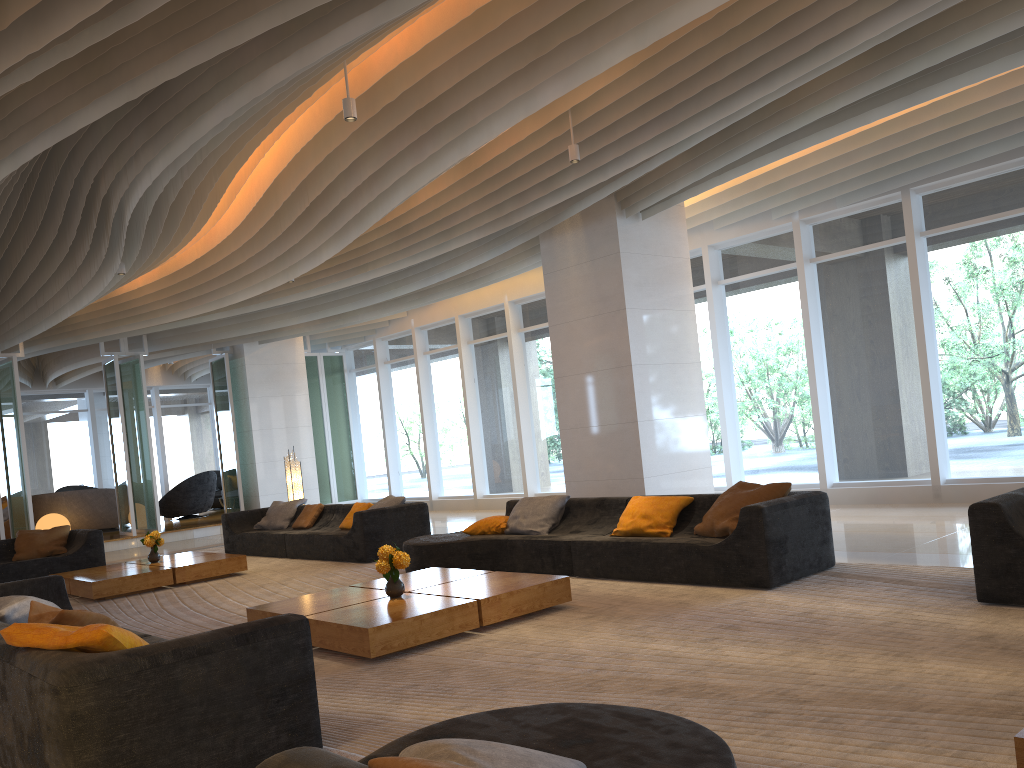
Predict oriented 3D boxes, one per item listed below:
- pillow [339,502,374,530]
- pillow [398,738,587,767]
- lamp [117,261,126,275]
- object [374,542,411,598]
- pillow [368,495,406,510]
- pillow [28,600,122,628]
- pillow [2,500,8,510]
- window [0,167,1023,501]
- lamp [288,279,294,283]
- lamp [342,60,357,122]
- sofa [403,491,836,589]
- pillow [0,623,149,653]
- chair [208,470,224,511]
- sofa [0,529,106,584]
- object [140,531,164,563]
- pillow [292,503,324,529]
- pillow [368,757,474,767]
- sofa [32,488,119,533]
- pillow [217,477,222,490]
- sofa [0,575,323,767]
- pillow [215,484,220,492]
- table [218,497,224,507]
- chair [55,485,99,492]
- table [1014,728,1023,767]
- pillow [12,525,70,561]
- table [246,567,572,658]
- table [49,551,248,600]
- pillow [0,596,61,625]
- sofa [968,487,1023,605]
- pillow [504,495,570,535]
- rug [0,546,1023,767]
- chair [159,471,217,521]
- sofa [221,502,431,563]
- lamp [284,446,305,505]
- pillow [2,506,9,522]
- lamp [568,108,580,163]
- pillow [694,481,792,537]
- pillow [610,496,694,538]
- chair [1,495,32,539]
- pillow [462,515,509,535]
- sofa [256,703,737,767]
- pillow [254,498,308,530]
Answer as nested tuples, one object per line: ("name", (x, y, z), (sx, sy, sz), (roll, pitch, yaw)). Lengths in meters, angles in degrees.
("pillow", (-1.910, 1.616, 10.867), (0.326, 0.312, 0.402), (-4, -3, -40))
("pillow", (-0.030, 0.922, 2.060), (0.472, 0.246, 0.428), (-6, -3, -7))
("lamp", (-4.463, -1.979, 9.956), (0.089, 1.505, 0.089), (-6, 0, 3))
("object", (-0.800, 1.246, 5.952), (0.238, 0.377, 0.263), (-6, -1, -20))
("pillow", (-1.567, 1.529, 10.501), (0.552, 0.377, 0.633), (-5, -3, -20))
("pillow", (-1.998, 1.204, 4.142), (0.450, 0.409, 0.593), (-4, -3, -40))
("pillow", (-9.749, 2.457, 17.196), (0.599, 0.422, 0.376), (-7, -2, 26))
("window", (0.763, -0.062, 10.731), (54.109, 3.218, 22.322), (-7, -4, 13))
("lamp", (-2.912, -2.056, 11.355), (0.089, 1.505, 0.089), (-6, 0, 3))
("lamp", (-1.186, -2.561, 6.086), (0.088, 1.505, 0.090), (-6, 0, 21))
("sofa", (0.583, 1.320, 7.631), (1.372, 0.582, 4.087), (-3, -4, -43))
("pillow", (-1.637, 1.113, 3.621), (0.631, 0.377, 0.554), (-7, -3, 26))
("chair", (-7.482, 2.698, 22.704), (1.537, 1.005, 1.123), (-5, -2, -29))
("sofa", (-5.367, 2.025, 9.521), (2.867, 0.653, 5.019), (-3, -5, -42))
("object", (-4.092, 1.848, 10.120), (0.237, 0.377, 0.264), (-6, -1, -10))
("pillow", (-2.707, 1.755, 11.768), (0.326, 0.312, 0.402), (-4, -3, -44))
("pillow", (0.055, 0.852, 1.688), (0.403, 0.391, 0.597), (-5, -3, -39))
("sofa", (-8.670, 2.580, 17.906), (2.552, 0.900, 1.115), (-6, -2, 7))
("pillow", (-7.628, 2.586, 22.913), (0.614, 0.422, 0.367), (-4, -2, -39))
("sofa", (-2.354, 1.446, 4.660), (0.955, 0.582, 3.726), (-4, -4, -42))
("pillow", (-7.779, 2.596, 22.532), (0.466, 0.454, 0.629), (-7, -3, 35))
("table", (-6.722, 2.919, 21.981), (1.095, 0.318, 0.808), (-4, -4, -35))
("chair", (-9.399, 2.719, 19.773), (1.122, 1.005, 1.538), (-7, -3, 31))
("table", (2.544, 0.979, 2.448), (1.624, 0.220, 1.579), (-3, -5, -42))
("pillow", (-6.199, 2.089, 11.697), (0.644, 0.377, 0.543), (-5, -3, -20))
("table", (-0.717, 1.548, 6.130), (1.624, 0.220, 1.579), (-3, -5, -42))
("table", (-4.070, 2.134, 9.916), (1.624, 0.220, 1.579), (-3, -5, -42))
("pillow", (-2.670, 1.360, 4.906), (0.426, 0.376, 0.578), (-4, -3, -40))
("sofa", (4.220, 0.698, 3.735), (1.356, 0.582, 4.131), (-4, -4, -35))
("pillow", (0.212, 1.272, 8.372), (0.468, 0.416, 0.656), (-4, -3, -42))
("rug", (-0.914, 1.697, 6.368), (5.595, 0.022, 16.000), (-3, -5, -42))
("chair", (-7.214, 2.489, 19.759), (1.125, 1.005, 1.534), (-7, -3, 21))
("sofa", (-2.488, 1.872, 11.357), (0.955, 0.582, 3.726), (-4, -4, -42))
("lamp", (-3.301, 1.667, 13.530), (0.254, 1.450, 0.247), (-6, 0, -42))
("pillow", (-9.570, 2.462, 16.819), (0.470, 0.408, 0.497), (-4, -3, -40))
("lamp", (0.459, -2.643, 7.565), (0.088, 1.505, 0.090), (-6, 0, 39))
("pillow", (1.746, 0.951, 6.761), (0.552, 0.377, 0.633), (-5, -3, -20))
("pillow", (1.138, 1.129, 7.331), (0.457, 0.394, 0.628), (-4, -3, -43))
("chair", (-9.871, 2.597, 16.982), (1.498, 1.005, 1.152), (-8, -3, 36))
("pillow", (-0.202, 1.390, 8.682), (0.446, 0.192, 0.591), (-7, -3, 13))
("sofa", (0.312, 1.000, 1.925), (1.375, 0.576, 2.222), (-3, -4, -42))
("pillow", (-3.246, 1.822, 12.397), (0.631, 0.377, 0.554), (-7, -3, 26))
